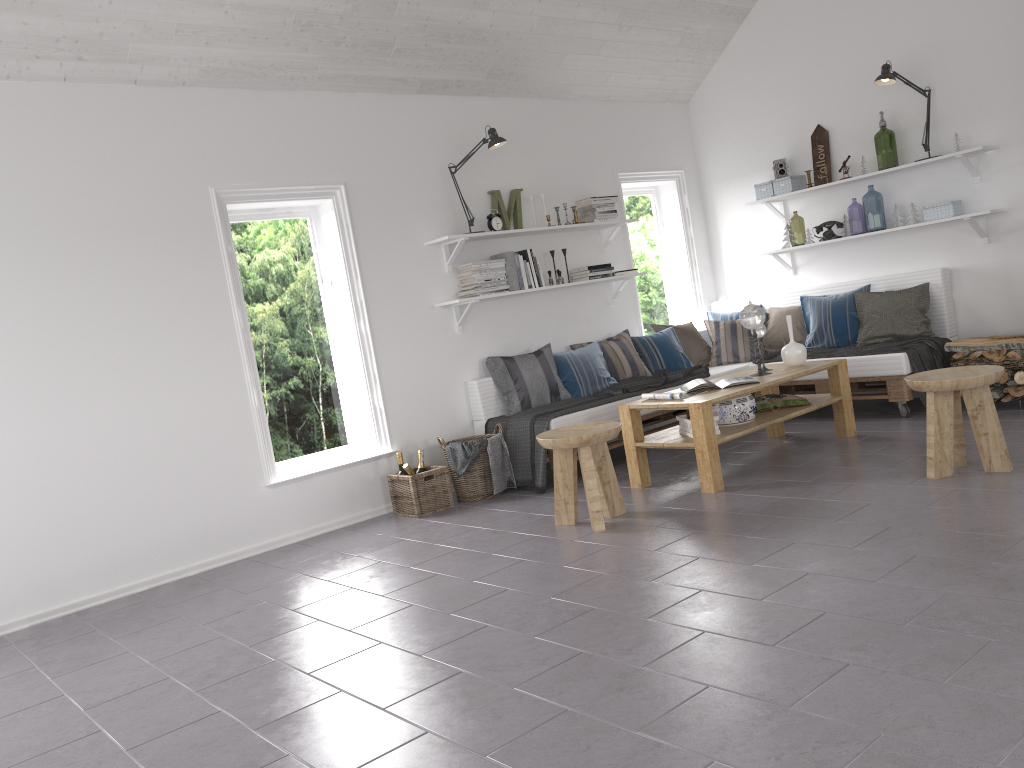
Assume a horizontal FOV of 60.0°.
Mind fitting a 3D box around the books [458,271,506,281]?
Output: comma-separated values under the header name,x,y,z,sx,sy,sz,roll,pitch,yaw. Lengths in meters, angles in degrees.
name,x,y,z,sx,sy,sz,roll,pitch,yaw
books,-0.208,-0.739,6.052,0.288,0.016,0.182,-13,6,-39

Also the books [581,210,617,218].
name,x,y,z,sx,sy,sz,roll,pitch,yaw
books,0.660,-1.289,6.730,0.238,0.024,0.152,-13,6,-39

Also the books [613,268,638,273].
name,x,y,z,sx,sy,sz,roll,pitch,yaw
books,0.811,-0.859,6.833,0.251,0.012,0.202,-13,6,-37

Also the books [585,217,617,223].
name,x,y,z,sx,sy,sz,roll,pitch,yaw
books,0.651,-1.226,6.730,0.239,0.032,0.172,-13,6,-39

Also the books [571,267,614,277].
name,x,y,z,sx,sy,sz,roll,pitch,yaw
books,0.601,-0.843,6.659,0.258,0.023,0.212,-13,6,-39

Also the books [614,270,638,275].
name,x,y,z,sx,sy,sz,roll,pitch,yaw
books,0.816,-0.846,6.827,0.248,0.014,0.187,-13,6,-41

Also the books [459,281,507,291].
name,x,y,z,sx,sy,sz,roll,pitch,yaw
books,-0.204,-0.667,6.051,0.288,0.016,0.182,-13,6,-39

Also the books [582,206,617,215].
name,x,y,z,sx,sy,sz,roll,pitch,yaw
books,0.666,-1.316,6.742,0.223,0.026,0.161,-13,6,-39

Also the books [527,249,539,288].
name,x,y,z,sx,sy,sz,roll,pitch,yaw
books,0.082,-0.796,6.233,0.054,0.272,0.200,-13,6,-39

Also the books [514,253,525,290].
name,x,y,z,sx,sy,sz,roll,pitch,yaw
books,-0.008,-0.767,6.150,0.046,0.257,0.193,-13,6,-39

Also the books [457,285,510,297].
name,x,y,z,sx,sy,sz,roll,pitch,yaw
books,-0.197,-0.634,6.036,0.331,0.025,0.176,-13,6,-39

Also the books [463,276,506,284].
name,x,y,z,sx,sy,sz,roll,pitch,yaw
books,-0.187,-0.709,6.039,0.254,0.012,0.161,-13,6,-39

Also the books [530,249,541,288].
name,x,y,z,sx,sy,sz,roll,pitch,yaw
books,0.099,-0.801,6.249,0.048,0.274,0.210,-13,6,-39

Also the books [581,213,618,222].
name,x,y,z,sx,sy,sz,roll,pitch,yaw
books,0.662,-1.260,6.727,0.239,0.032,0.172,-13,6,-39

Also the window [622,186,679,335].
name,x,y,z,sx,sy,sz,roll,pitch,yaw
window,1.129,-0.870,7.585,0.685,1.655,0.052,-13,6,-39

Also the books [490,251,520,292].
name,x,y,z,sx,sy,sz,roll,pitch,yaw
books,-0.047,-0.765,6.121,0.050,0.271,0.200,-13,6,-39

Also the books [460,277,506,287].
name,x,y,z,sx,sy,sz,roll,pitch,yaw
books,-0.197,-0.694,6.038,0.285,0.012,0.159,-13,6,-39

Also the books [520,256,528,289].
name,x,y,z,sx,sy,sz,roll,pitch,yaw
books,0.021,-0.763,6.182,0.031,0.236,0.200,-13,6,-39

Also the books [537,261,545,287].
name,x,y,z,sx,sy,sz,roll,pitch,yaw
books,0.155,-0.767,6.275,0.045,0.185,0.152,-13,6,-39

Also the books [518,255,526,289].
name,x,y,z,sx,sy,sz,roll,pitch,yaw
books,0.008,-0.764,6.170,0.019,0.243,0.205,-13,6,-39

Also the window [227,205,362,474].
name,x,y,z,sx,sy,sz,roll,pitch,yaw
window,-1.361,-0.285,5.492,0.685,1.655,0.117,-13,6,-39

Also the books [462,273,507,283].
name,x,y,z,sx,sy,sz,roll,pitch,yaw
books,-0.190,-0.724,6.049,0.263,0.017,0.167,-13,6,-39

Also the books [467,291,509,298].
name,x,y,z,sx,sy,sz,roll,pitch,yaw
books,-0.167,-0.607,6.050,0.254,0.012,0.161,-13,6,-39

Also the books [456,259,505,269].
name,x,y,z,sx,sy,sz,roll,pitch,yaw
books,-0.212,-0.817,6.018,0.288,0.016,0.182,-13,6,-39

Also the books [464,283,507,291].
name,x,y,z,sx,sy,sz,roll,pitch,yaw
books,-0.179,-0.657,6.051,0.254,0.013,0.161,-13,6,-39

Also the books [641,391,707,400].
name,x,y,z,sx,sy,sz,roll,pitch,yaw
books,0.928,0.053,5.082,0.229,0.043,0.300,-13,5,-35

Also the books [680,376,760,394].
name,x,y,z,sx,sy,sz,roll,pitch,yaw
books,1.208,-0.009,5.199,0.422,0.049,0.300,-9,5,6

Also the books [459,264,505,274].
name,x,y,z,sx,sy,sz,roll,pitch,yaw
books,-0.207,-0.783,6.034,0.273,0.021,0.174,-13,6,-39

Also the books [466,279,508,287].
name,x,y,z,sx,sy,sz,roll,pitch,yaw
books,-0.173,-0.687,6.046,0.256,0.013,0.161,-13,6,-39

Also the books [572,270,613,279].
name,x,y,z,sx,sy,sz,roll,pitch,yaw
books,0.604,-0.819,6.649,0.242,0.023,0.191,-13,6,-41

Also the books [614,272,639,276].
name,x,y,z,sx,sy,sz,roll,pitch,yaw
books,0.822,-0.833,6.830,0.253,0.014,0.187,-13,6,-39

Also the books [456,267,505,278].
name,x,y,z,sx,sy,sz,roll,pitch,yaw
books,-0.214,-0.759,6.048,0.296,0.028,0.180,-13,6,-39

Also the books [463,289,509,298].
name,x,y,z,sx,sy,sz,roll,pitch,yaw
books,-0.178,-0.618,6.037,0.285,0.012,0.159,-13,6,-39

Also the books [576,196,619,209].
name,x,y,z,sx,sy,sz,roll,pitch,yaw
books,0.644,-1.379,6.726,0.290,0.053,0.176,-13,6,-39

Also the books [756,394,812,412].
name,x,y,z,sx,sy,sz,roll,pitch,yaw
books,1.583,0.109,5.482,0.445,0.079,0.301,-9,4,1

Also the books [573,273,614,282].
name,x,y,z,sx,sy,sz,roll,pitch,yaw
books,0.611,-0.794,6.661,0.258,0.032,0.191,-13,6,-37

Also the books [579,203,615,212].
name,x,y,z,sx,sy,sz,roll,pitch,yaw
books,0.645,-1.338,6.719,0.223,0.027,0.161,-13,6,-39

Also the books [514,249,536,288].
name,x,y,z,sx,sy,sz,roll,pitch,yaw
books,0.070,-0.794,6.219,0.038,0.274,0.200,-13,6,-39

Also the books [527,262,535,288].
name,x,y,z,sx,sy,sz,roll,pitch,yaw
books,0.090,-0.750,6.189,0.042,0.185,0.125,-13,6,-39

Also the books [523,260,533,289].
name,x,y,z,sx,sy,sz,roll,pitch,yaw
books,0.068,-0.754,6.177,0.044,0.203,0.141,-13,6,-39

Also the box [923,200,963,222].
name,x,y,z,sx,sy,sz,roll,pitch,yaw
box,2.948,-1.181,6.069,0.137,0.110,0.202,-13,6,-39

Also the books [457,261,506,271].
name,x,y,z,sx,sy,sz,roll,pitch,yaw
books,-0.211,-0.802,6.031,0.288,0.016,0.182,-13,6,-39

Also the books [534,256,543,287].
name,x,y,z,sx,sy,sz,roll,pitch,yaw
books,0.131,-0.779,6.257,0.047,0.219,0.171,-13,6,-39

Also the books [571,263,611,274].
name,x,y,z,sx,sy,sz,roll,pitch,yaw
books,0.592,-0.866,6.649,0.239,0.028,0.190,-13,6,-37
